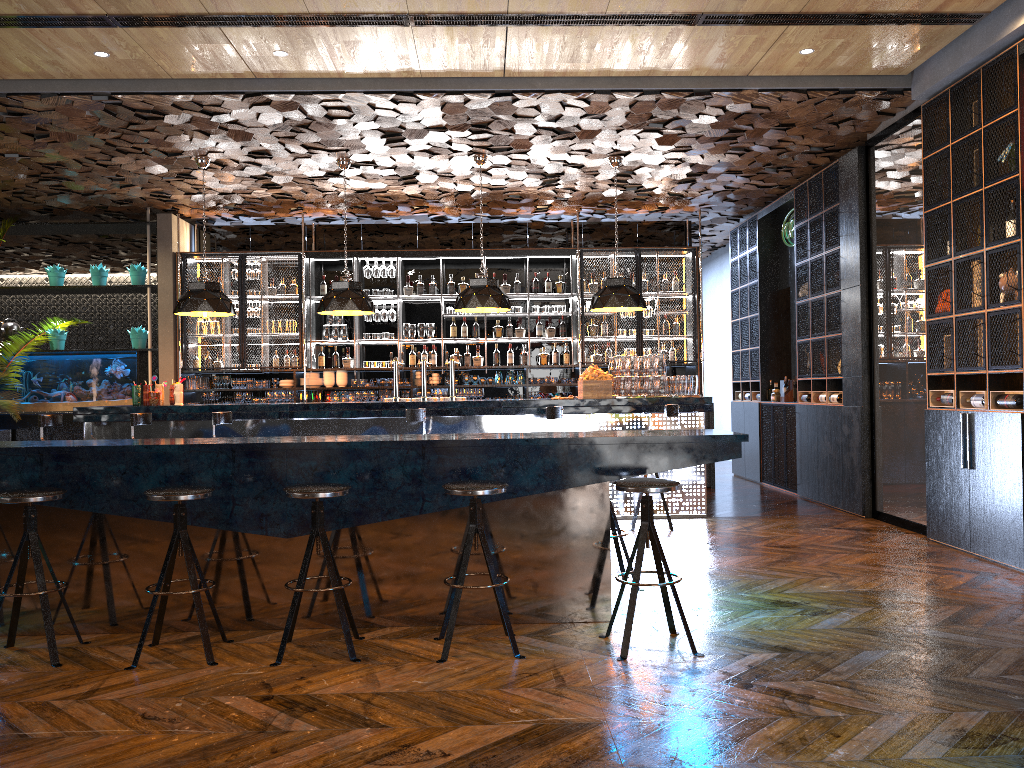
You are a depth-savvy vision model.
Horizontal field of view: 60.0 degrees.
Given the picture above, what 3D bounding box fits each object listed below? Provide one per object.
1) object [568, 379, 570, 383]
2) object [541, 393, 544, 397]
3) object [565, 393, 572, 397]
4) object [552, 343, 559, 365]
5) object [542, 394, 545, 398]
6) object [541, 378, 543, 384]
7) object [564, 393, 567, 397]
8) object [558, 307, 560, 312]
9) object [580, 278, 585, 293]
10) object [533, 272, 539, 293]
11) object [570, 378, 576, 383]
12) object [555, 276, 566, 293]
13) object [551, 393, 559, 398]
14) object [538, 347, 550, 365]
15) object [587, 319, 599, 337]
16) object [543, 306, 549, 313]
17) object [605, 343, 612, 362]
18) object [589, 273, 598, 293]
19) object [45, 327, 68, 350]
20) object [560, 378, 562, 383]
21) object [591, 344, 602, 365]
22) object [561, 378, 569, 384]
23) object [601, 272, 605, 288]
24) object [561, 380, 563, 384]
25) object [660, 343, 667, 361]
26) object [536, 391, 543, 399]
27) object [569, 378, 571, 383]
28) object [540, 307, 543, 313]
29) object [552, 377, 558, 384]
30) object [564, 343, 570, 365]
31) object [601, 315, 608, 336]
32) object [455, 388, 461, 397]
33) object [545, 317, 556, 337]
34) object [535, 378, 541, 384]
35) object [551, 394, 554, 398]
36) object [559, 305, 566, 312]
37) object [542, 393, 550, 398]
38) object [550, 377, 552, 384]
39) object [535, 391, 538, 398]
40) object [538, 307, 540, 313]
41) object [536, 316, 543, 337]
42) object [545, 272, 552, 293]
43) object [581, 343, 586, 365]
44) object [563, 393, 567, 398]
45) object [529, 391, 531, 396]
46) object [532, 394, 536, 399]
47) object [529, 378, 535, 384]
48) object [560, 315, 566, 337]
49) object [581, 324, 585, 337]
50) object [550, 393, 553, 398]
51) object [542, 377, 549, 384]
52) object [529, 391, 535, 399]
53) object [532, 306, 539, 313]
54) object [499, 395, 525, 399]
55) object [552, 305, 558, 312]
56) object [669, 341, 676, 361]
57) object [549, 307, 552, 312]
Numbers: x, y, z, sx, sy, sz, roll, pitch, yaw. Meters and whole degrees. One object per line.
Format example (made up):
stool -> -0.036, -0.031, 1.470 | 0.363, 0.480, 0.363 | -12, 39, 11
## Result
object -> 0.781, -0.041, 11.671 | 0.088, 0.070, 0.098 | -1, -1, 45
object -> 0.440, 0.195, 11.735 | 0.106, 0.148, 0.106 | -1, 0, 17
object -> 0.730, 0.187, 11.489 | 0.107, 0.152, 0.107 | -1, 0, 24
object -> 0.576, -0.389, 11.692 | 0.086, 0.298, 0.086 | -1, -1, -43
object -> 0.446, 0.194, 11.618 | 0.106, 0.148, 0.106 | -1, -1, 30
object -> 0.428, -0.041, 11.667 | 0.084, 0.082, 0.084 | -1, 0, -4
object -> 0.726, 0.188, 11.606 | 0.107, 0.152, 0.107 | -1, 0, 12
object -> 0.637, -0.978, 11.785 | 0.089, 0.092, 0.089 | -1, -1, 38
object -> 0.923, -1.329, 11.702 | 0.086, 0.299, 0.086 | -1, -1, -43
object -> 0.315, -1.321, 11.681 | 0.086, 0.299, 0.086 | -1, -1, -43
object -> 0.790, -0.043, 11.471 | 0.088, 0.070, 0.098 | -1, 0, 8
object -> 0.640, -1.300, 11.687 | 0.151, 0.248, 0.094 | -1, 0, 27
object -> 0.564, 0.192, 11.507 | 0.106, 0.148, 0.106 | -1, 0, 8
object -> 0.422, -0.362, 11.673 | 0.151, 0.248, 0.094 | -1, 0, 7
object -> 1.068, -0.735, 11.695 | 0.151, 0.248, 0.094 | -1, 0, 7
object -> 0.449, -0.976, 11.647 | 0.089, 0.092, 0.089 | -1, 0, -2
object -> 1.276, -0.402, 11.703 | 0.086, 0.299, 0.086 | -1, -1, -43
object -> 1.070, -1.322, 11.687 | 0.123, 0.279, 0.123 | -1, 0, 7
object -> -5.855, -0.581, 11.399 | 0.265, 0.325, 0.245 | -1, -1, -38
object -> 0.685, -0.040, 11.715 | 0.088, 0.070, 0.098 | -1, 0, -17
object -> 1.108, -0.388, 11.681 | 0.123, 0.279, 0.123 | -1, 0, -13
object -> 0.687, -0.041, 11.518 | 0.088, 0.070, 0.098 | -1, -1, 34
object -> 1.220, -1.335, 11.709 | 0.086, 0.297, 0.086 | -1, -1, -43
object -> 0.686, -0.040, 11.615 | 0.088, 0.070, 0.098 | -1, 0, 21
object -> 2.001, -0.405, 11.722 | 0.083, 0.282, 0.083 | -1, 0, -17
object -> 0.360, 0.183, 11.513 | 0.089, 0.174, 0.089 | -1, -1, -41
object -> 0.784, -0.042, 11.569 | 0.098, 0.070, 0.088 | -1, 0, 25
object -> 0.423, -0.975, 11.791 | 0.089, 0.092, 0.089 | -1, 0, -16
object -> 0.556, -0.045, 11.477 | 0.084, 0.082, 0.084 | -1, 0, -19
object -> 0.722, -0.391, 11.682 | 0.080, 0.299, 0.080 | -1, 0, 1
object -> 1.221, -0.763, 11.715 | 0.086, 0.298, 0.086 | -1, -1, -43
object -> -0.697, 0.171, 11.454 | 0.091, 0.229, 0.091 | -1, 0, -16
object -> 0.504, -0.742, 11.665 | 0.123, 0.279, 0.123 | -1, 0, -13
object -> 0.339, -0.041, 11.472 | 0.084, 0.082, 0.084 | -1, 0, -1
object -> 0.560, 0.193, 11.623 | 0.106, 0.148, 0.106 | -1, 0, 27
object -> 0.666, -0.980, 11.622 | 0.089, 0.092, 0.089 | -1, 0, -16
object -> 0.447, 0.193, 11.501 | 0.106, 0.148, 0.106 | -1, 0, 17
object -> 0.535, -0.044, 11.574 | 0.084, 0.082, 0.084 | -1, 0, 5
object -> 0.335, 0.184, 11.610 | 0.089, 0.174, 0.089 | -1, -1, -41
object -> 0.325, -0.973, 11.753 | 0.089, 0.092, 0.089 | -1, -1, 43
object -> 0.362, -0.751, 11.682 | 0.086, 0.298, 0.086 | -1, -1, -43
object -> 0.479, -1.324, 11.714 | 0.086, 0.298, 0.086 | -1, -1, -43
object -> 0.926, -0.396, 11.697 | 0.086, 0.298, 0.086 | -1, -1, -43
object -> 0.718, 0.189, 11.735 | 0.107, 0.152, 0.107 | -1, 0, 4
object -> 0.248, 0.185, 11.640 | 0.089, 0.174, 0.089 | -1, -1, -41
object -> 0.262, 0.184, 11.546 | 0.089, 0.174, 0.089 | -1, -1, -41
object -> 0.258, -0.040, 11.472 | 0.084, 0.082, 0.084 | -1, 0, -9
object -> 0.672, -0.756, 11.687 | 0.086, 0.299, 0.086 | -1, -1, -43
object -> 0.915, -0.751, 11.692 | 0.083, 0.282, 0.083 | -1, 0, -17
object -> 0.555, 0.194, 11.738 | 0.106, 0.148, 0.106 | -1, -1, 37
object -> 0.436, -0.043, 11.473 | 0.084, 0.082, 0.084 | -1, 0, 16
object -> 0.254, 0.184, 11.451 | 0.089, 0.174, 0.089 | -1, -1, -41
object -> 0.305, -0.974, 11.613 | 0.089, 0.092, 0.089 | -1, 0, -16
object -> -0.006, 0.208, 11.568 | 0.356, 0.134, 0.206 | -1, 0, 6
object -> 0.565, -0.978, 11.613 | 0.089, 0.092, 0.089 | -1, -1, 38
object -> 2.126, -0.414, 11.740 | 0.086, 0.298, 0.086 | -1, -1, -43
object -> 0.528, -0.976, 11.769 | 0.089, 0.092, 0.089 | -1, 0, -16
